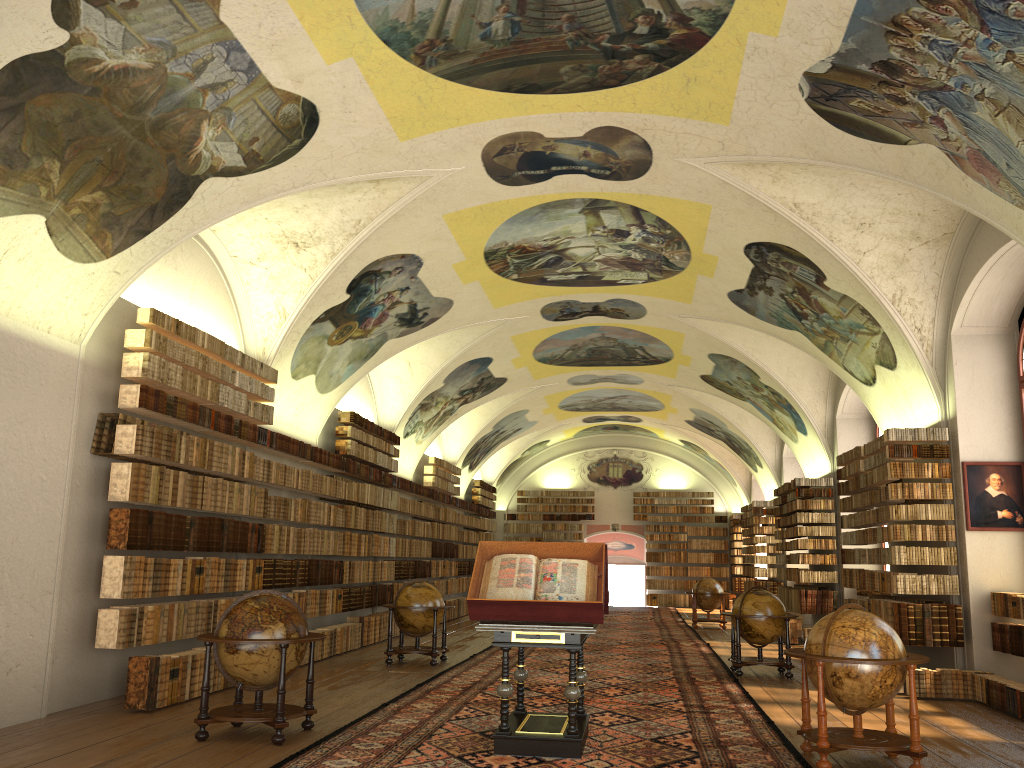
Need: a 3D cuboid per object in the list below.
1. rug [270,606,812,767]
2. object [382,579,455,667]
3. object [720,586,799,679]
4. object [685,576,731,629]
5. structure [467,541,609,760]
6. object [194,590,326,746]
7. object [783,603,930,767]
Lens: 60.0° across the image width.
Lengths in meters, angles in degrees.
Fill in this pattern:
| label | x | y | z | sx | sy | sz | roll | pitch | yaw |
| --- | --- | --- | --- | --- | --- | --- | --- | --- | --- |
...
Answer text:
| label | x | y | z | sx | sy | sz | roll | pitch | yaw |
| --- | --- | --- | --- | --- | --- | --- | --- | --- | --- |
| rug | 1.825 | 5.481 | 18.445 | 4.704 | 0.064 | 37.037 | -1 | -11 | 8 |
| object | -1.651 | 4.168 | 15.628 | 1.281 | 1.443 | 1.281 | 11 | -15 | -43 |
| object | 4.136 | 4.112 | 14.820 | 1.280 | 1.443 | 1.282 | 7 | -12 | -29 |
| object | 5.638 | 6.265 | 25.474 | 1.281 | 1.443 | 1.281 | 10 | -14 | -39 |
| structure | 0.321 | 2.595 | 8.903 | 1.245 | 1.974 | 1.898 | 0 | -11 | 8 |
| object | -2.572 | 2.849 | 9.095 | 1.280 | 1.443 | 1.282 | 7 | -12 | -29 |
| object | 3.213 | 2.793 | 8.287 | 1.281 | 1.443 | 1.281 | 11 | -15 | -43 |
